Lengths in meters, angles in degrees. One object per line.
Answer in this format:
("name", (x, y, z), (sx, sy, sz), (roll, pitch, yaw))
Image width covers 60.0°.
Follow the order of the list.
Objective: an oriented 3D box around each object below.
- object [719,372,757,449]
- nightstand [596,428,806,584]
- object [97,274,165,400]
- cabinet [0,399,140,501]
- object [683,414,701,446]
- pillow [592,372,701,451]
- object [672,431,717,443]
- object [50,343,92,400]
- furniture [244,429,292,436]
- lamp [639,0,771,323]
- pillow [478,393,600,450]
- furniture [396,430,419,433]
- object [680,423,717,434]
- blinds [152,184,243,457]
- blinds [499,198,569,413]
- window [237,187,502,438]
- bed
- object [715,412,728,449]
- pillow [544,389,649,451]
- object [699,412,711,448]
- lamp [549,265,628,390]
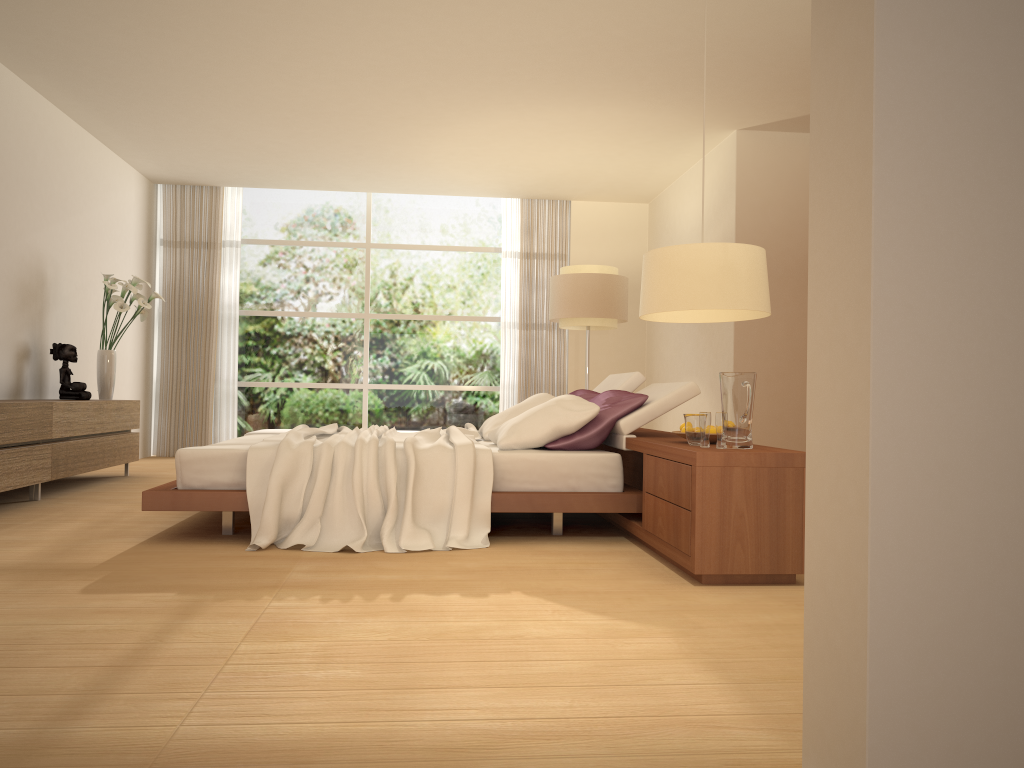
("object", (0.982, 0.114, 3.833), (0.159, 0.328, 0.227), (2, -1, -37))
("nightstand", (0.758, 0.572, 5.658), (0.493, 0.539, 4.220), (1, -1, -6))
("object", (-3.309, -0.407, 7.585), (0.608, 1.085, 0.515), (0, -1, 42))
("cabinet", (-3.374, 0.444, 5.912), (0.588, 0.662, 3.713), (1, -1, -6))
("object", (0.833, 0.208, 4.031), (0.110, 0.141, 0.110), (0, -1, 36))
("pillow", (0.707, 0.145, 5.661), (0.461, 0.457, 1.779), (1, -1, -7))
("object", (0.939, 0.258, 4.261), (0.337, 0.053, 0.337), (1, -1, 8))
("object", (-3.507, -0.099, 7.064), (0.282, 0.453, 0.181), (1, -1, -6))
("furniture", (-2.330, 0.673, 9.563), (0.965, 0.346, 0.964), (1, -1, -6))
("lamp", (0.691, -1.429, 3.114), (0.451, 2.399, 0.451), (1, -1, -8))
("pillow", (0.112, 0.220, 5.583), (0.561, 0.339, 1.720), (1, -1, -6))
("furniture", (-1.300, 0.692, 9.669), (0.965, 0.346, 0.964), (1, -1, -6))
("object", (0.932, 0.231, 4.277), (0.230, 0.084, 0.259), (2, -1, -36))
("blinds", (-3.606, -0.843, 10.167), (0.950, 3.352, 0.211), (1, -1, -7))
("blinds", (0.262, -0.772, 10.511), (0.814, 3.351, 0.202), (1, -1, -7))
("window", (-1.738, -0.813, 10.617), (4.781, 3.371, 0.071), (1, -1, -6))
("bed", (-0.646, 0.530, 5.460), (2.535, 0.570, 2.599), (1, -1, -6))
("object", (0.895, 0.199, 3.791), (0.052, 0.154, 0.052), (1, -1, 12))
("pillow", (0.380, 0.211, 5.617), (0.575, 0.369, 1.683), (1, -1, -6))
("object", (0.844, 0.200, 3.876), (0.052, 0.154, 0.052), (1, -1, 12))
("lamp", (0.743, -0.123, 8.710), (0.817, 2.018, 0.817), (0, -1, 37))
